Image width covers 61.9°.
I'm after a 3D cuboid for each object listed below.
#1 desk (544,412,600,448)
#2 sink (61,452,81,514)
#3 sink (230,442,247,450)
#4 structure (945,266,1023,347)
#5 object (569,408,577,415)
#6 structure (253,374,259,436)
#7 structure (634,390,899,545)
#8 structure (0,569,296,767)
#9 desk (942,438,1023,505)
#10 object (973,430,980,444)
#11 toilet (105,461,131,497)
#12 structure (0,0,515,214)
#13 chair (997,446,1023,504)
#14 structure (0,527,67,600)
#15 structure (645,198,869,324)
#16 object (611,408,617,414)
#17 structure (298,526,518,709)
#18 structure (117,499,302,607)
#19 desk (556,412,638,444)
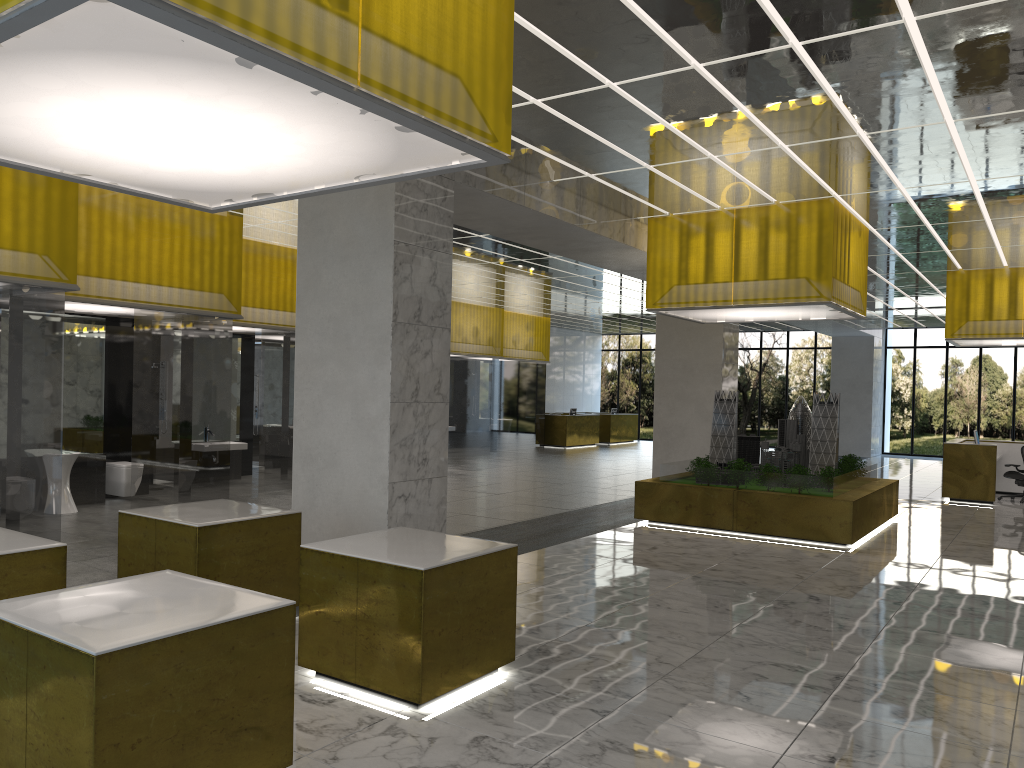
[{"bbox_3d":[1.993,2.193,41.210,3.407,1.509,3.281,1,0,34],"label":"desk"},{"bbox_3d":[-8.664,1.888,16.420,0.774,1.460,0.638,2,1,35],"label":"sink"},{"bbox_3d":[-7.470,1.490,21.482,0.926,1.053,1.306,2,0,34],"label":"sink"},{"bbox_3d":[13.349,-2.205,22.169,3.446,2.270,2.938,1,0,35],"label":"structure"},{"bbox_3d":[2.767,1.488,40.625,0.583,0.668,0.706,2,0,34],"label":"object"},{"bbox_3d":[-7.769,0.634,25.511,0.238,1.854,0.427,2,1,25],"label":"structure"},{"bbox_3d":[5.392,1.444,17.564,4.100,2.571,4.849,1,0,34],"label":"structure"},{"bbox_3d":[-2.348,1.957,5.342,1.446,1.174,1.360,1,0,35],"label":"structure"},{"bbox_3d":[13.270,2.308,22.187,3.407,1.509,3.281,1,0,34],"label":"desk"},{"bbox_3d":[12.531,1.575,22.754,0.583,0.668,0.706,2,0,34],"label":"object"},{"bbox_3d":[-8.341,2.043,18.312,0.889,0.694,0.481,1,0,35],"label":"toilet"},{"bbox_3d":[-2.201,-2.731,5.654,3.446,2.270,3.056,1,0,35],"label":"structure"},{"bbox_3d":[13.307,2.301,21.992,0.987,1.494,1.175,1,0,-32],"label":"chair"},{"bbox_3d":[-4.728,1.913,7.083,1.446,1.174,1.360,1,0,35],"label":"structure"},{"bbox_3d":[4.793,-2.465,16.539,3.447,2.270,3.057,1,0,35],"label":"structure"},{"bbox_3d":[5.219,1.581,44.442,0.583,0.668,0.706,2,0,34],"label":"object"},{"bbox_3d":[-0.909,2.012,7.582,1.446,1.174,1.360,1,0,35],"label":"structure"},{"bbox_3d":[-3.292,1.968,9.318,1.446,1.174,1.360,1,0,35],"label":"structure"},{"bbox_3d":[4.424,2.285,44.994,3.407,1.509,3.281,1,0,34],"label":"desk"}]
